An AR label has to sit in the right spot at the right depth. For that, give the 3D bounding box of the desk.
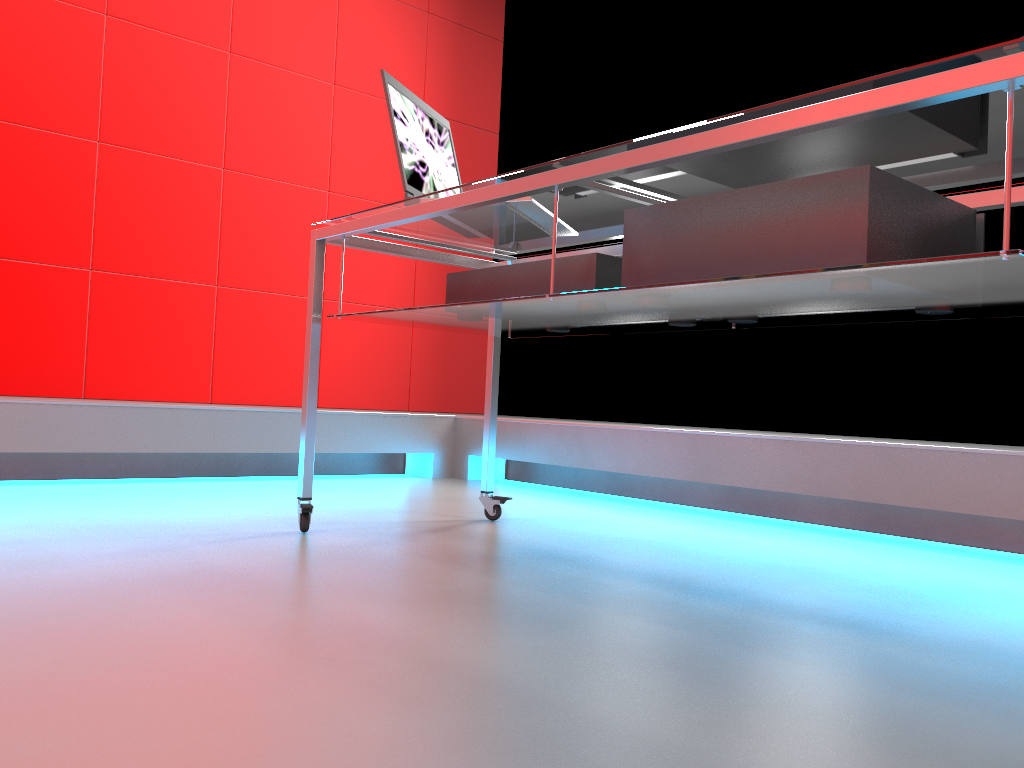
[{"bbox_3d":[0.260,0.007,1.561,0.594,0.690,1.617,4,-2,-40],"label":"desk"}]

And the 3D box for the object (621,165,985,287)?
[{"bbox_3d":[0.465,-0.201,1.439,0.371,0.158,0.431,4,-2,-40],"label":"object"}]

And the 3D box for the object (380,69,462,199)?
[{"bbox_3d":[-0.059,-0.488,1.910,0.340,0.285,0.342,2,-2,19],"label":"object"}]

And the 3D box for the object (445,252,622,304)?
[{"bbox_3d":[0.141,-0.174,1.811,0.365,0.092,0.435,4,-2,-40],"label":"object"}]
